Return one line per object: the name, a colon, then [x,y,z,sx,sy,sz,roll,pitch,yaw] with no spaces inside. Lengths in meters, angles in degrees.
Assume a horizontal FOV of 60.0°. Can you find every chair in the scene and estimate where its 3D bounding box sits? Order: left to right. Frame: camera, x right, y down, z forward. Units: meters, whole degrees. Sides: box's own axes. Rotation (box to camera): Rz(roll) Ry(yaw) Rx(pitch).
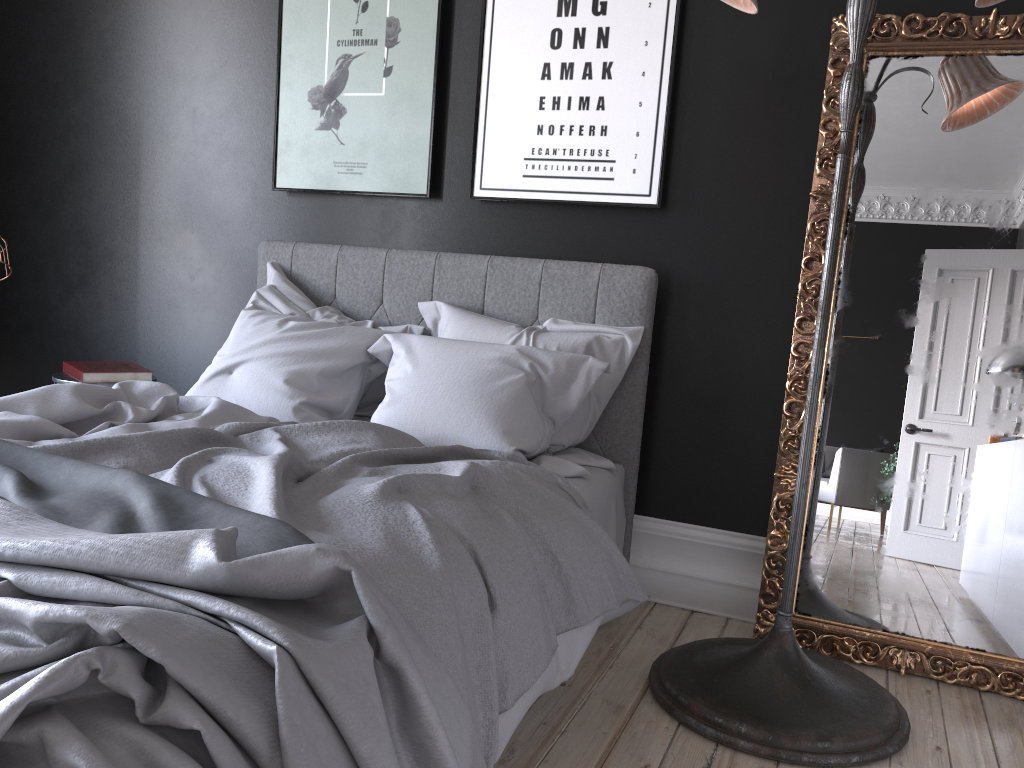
chair: [-1.747,0.302,3.802,0.613,0.675,0.611,1,8,-24]

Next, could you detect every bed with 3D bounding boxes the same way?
bed: [-0.987,0.219,2.359,2.764,1.302,3.276,6,7,10]

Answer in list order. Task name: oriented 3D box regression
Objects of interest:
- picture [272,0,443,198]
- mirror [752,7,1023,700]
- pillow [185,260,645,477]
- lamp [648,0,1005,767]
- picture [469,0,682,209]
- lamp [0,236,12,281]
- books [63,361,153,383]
picture: [-0.663,-1.350,3.737,0.791,1.081,0.014,8,9,21]
mirror: [1.437,-0.114,2.927,0.990,2.198,0.254,8,9,21]
pillow: [-0.499,-0.051,3.334,1.828,0.762,0.679,7,8,21]
lamp: [0.901,-0.227,2.557,0.772,2.418,0.984,-1,10,-35]
picture: [0.233,-1.236,3.383,0.791,1.081,0.014,8,9,21]
lamp: [-2.623,-0.389,4.252,0.437,1.784,1.713,0,9,-30]
books: [-1.709,-0.052,3.747,0.275,0.045,0.345,-1,9,-38]
